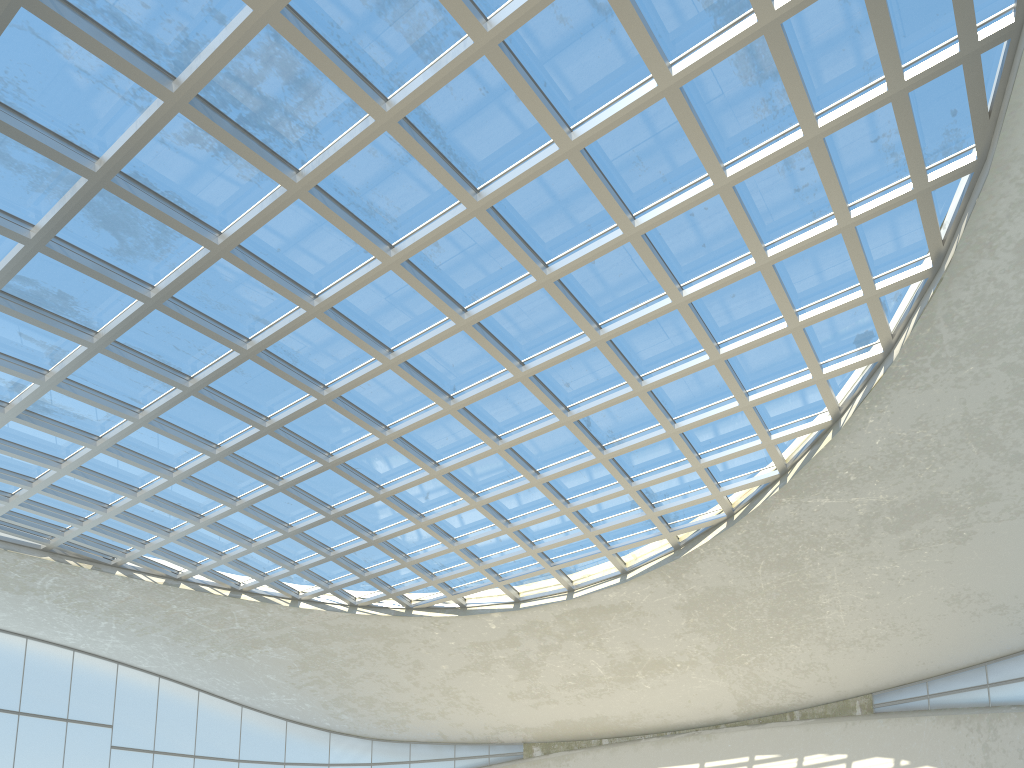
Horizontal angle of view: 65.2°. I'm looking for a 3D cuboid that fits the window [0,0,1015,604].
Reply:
[{"bbox_3d":[-16.939,0.851,43.219,81.756,9.857,86.298,-21,-38,29],"label":"window"}]
